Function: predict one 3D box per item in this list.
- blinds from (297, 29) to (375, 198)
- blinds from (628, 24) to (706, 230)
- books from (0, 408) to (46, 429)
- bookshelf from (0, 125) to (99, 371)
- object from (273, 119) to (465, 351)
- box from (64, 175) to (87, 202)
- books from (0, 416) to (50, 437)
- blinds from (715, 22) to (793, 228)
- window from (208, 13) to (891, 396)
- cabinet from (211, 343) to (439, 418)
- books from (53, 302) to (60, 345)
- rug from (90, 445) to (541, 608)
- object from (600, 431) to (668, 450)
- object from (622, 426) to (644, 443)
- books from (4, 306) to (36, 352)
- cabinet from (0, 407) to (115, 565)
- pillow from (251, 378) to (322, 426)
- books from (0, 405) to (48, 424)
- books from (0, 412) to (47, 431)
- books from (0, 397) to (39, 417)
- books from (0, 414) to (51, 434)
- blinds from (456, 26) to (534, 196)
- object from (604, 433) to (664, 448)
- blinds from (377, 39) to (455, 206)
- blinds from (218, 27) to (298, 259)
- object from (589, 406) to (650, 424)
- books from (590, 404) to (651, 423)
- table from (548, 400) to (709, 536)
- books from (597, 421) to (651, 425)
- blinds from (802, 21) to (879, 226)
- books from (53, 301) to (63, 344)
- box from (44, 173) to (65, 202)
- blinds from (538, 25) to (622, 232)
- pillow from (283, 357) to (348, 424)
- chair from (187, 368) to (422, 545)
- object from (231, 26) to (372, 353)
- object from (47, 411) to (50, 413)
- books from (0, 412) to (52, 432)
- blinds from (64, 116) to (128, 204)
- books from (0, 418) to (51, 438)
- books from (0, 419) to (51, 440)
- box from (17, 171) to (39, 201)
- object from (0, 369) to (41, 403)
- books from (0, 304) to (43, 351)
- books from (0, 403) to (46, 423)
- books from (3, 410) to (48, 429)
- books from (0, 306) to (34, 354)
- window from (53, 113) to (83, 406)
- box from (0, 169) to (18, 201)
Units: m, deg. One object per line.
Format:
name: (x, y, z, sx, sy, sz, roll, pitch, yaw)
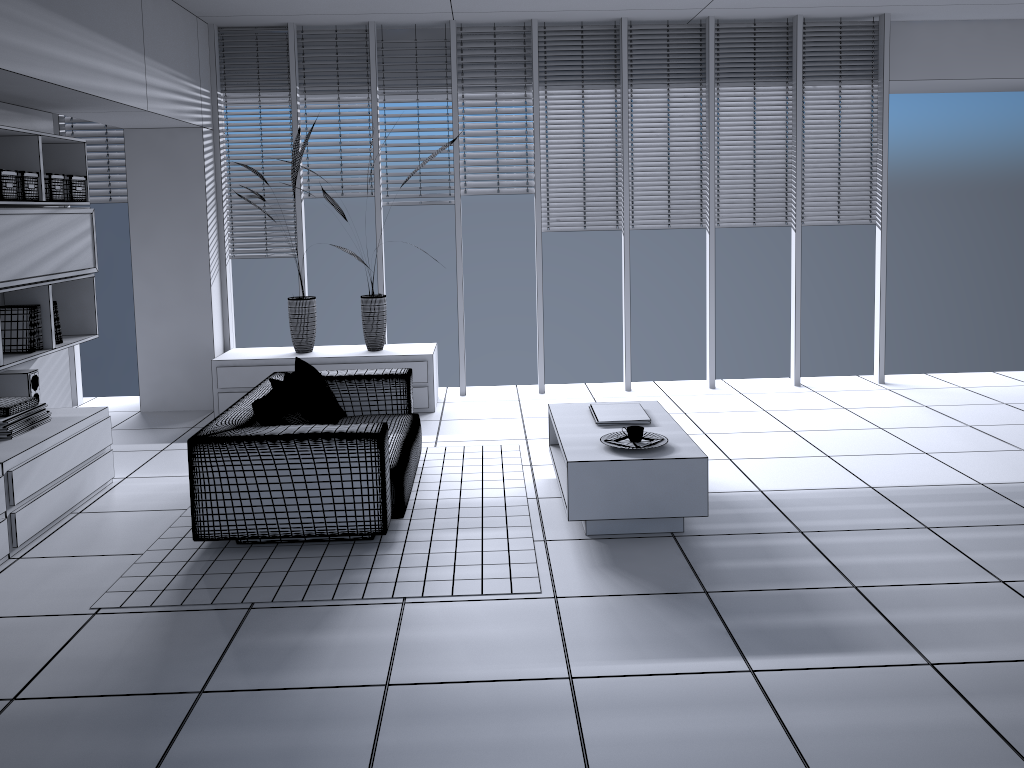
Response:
blinds: (-1.432, -2.212, 7.228, 0.637, 1.350, 0.051, -1, 5, -2)
blinds: (1.282, -2.131, 7.324, 0.715, 1.671, 0.048, -1, 5, -2)
books: (-2.653, 0.179, 4.544, 0.285, 0.008, 0.422, -1, 11, 0)
bookshelf: (-2.745, -0.630, 4.171, 0.327, 1.234, 2.860, -1, 10, -2)
object: (-1.139, -1.153, 6.726, 1.551, 1.843, 0.700, -2, 6, -7)
box: (-2.787, -1.194, 5.397, 0.280, 0.160, 0.220, -2, 9, -2)
books: (-2.653, 0.222, 4.582, 0.285, 0.008, 0.422, -1, 11, 0)
blinds: (2.002, -2.152, 7.346, 0.715, 1.671, 0.048, -1, 5, -2)
window: (0.361, -1.440, 7.270, 5.502, 3.091, 0.101, -2, 5, -2)
cabinet: (-1.441, -0.036, 6.980, 1.675, 0.444, 0.606, -2, 9, -2)
books: (-2.789, -0.356, 5.199, 0.207, 0.257, 0.075, -1, 6, -1)
rug: (-0.815, 0.643, 4.634, 1.798, 0.001, 2.266, -2, 11, -2)
object: (0.592, 0.282, 4.276, 0.330, 0.024, 0.333, 5, 13, 27)
object: (0.593, 0.246, 4.269, 0.096, 0.069, 0.085, -5, 10, -20)
books: (-2.771, -0.306, 4.931, 0.207, 0.257, 0.075, -2, 6, -2)
cabinet: (-2.566, 0.586, 4.001, 0.574, 0.443, 2.304, -2, 11, -2)
pillow: (-1.117, 0.207, 4.507, 0.340, 0.384, 0.575, -2, 9, -4)
books: (-2.644, 0.157, 4.560, 0.285, 0.008, 0.422, -1, 11, 0)
books: (-2.645, 0.195, 4.557, 0.285, 0.008, 0.422, -1, 11, 0)
books: (-2.618, 0.118, 4.549, 0.207, 0.049, 0.262, -1, 11, 4)
books: (-2.643, 0.209, 4.592, 0.285, 0.008, 0.422, -1, 11, 0)
blinds: (-0.144, -2.250, 7.268, 0.637, 1.361, 0.039, -1, 5, -2)
object: (0.591, 0.276, 4.272, 0.216, 0.012, 0.219, 10, 16, 43)
blinds: (-0.787, -2.150, 7.253, 0.637, 1.341, 0.058, -1, 5, -2)
blinds: (-2.069, -1.970, 7.228, 0.637, 1.861, 0.058, -1, 5, -2)
object: (0.584, 0.166, 4.862, 0.285, 0.008, 0.422, -1, 11, 0)
books: (0.593, 0.158, 4.862, 0.285, 0.008, 0.422, -1, 11, 0)
table: (0.561, 0.418, 4.648, 0.650, 0.383, 1.219, -2, 11, -2)
books: (0.593, 0.171, 4.874, 0.285, 0.008, 0.422, -1, 11, 0)
blinds: (2.720, -2.172, 7.367, 0.715, 1.671, 0.048, -1, 5, -2)
books: (-2.790, -0.363, 5.230, 0.207, 0.257, 0.075, -1, 6, -2)
box: (-2.779, -1.141, 5.129, 0.280, 0.160, 0.181, -2, 9, -2)
blinds: (0.574, -2.111, 7.303, 0.715, 1.671, 0.048, -1, 5, -2)
pillow: (-1.136, 0.070, 5.083, 0.300, 0.393, 0.574, -2, 9, -4)
chair: (-1.006, 0.332, 4.810, 0.960, 0.544, 1.674, -2, 11, -2)
object: (-1.687, -1.755, 6.986, 1.429, 2.952, 0.499, 2, 6, 27)
object: (-2.651, 0.193, 4.579, 0.285, 0.008, 0.422, -1, 11, 0)
books: (-2.644, 0.200, 4.598, 0.285, 0.008, 0.422, -1, 11, 0)
blinds: (-3.336, -2.166, 7.202, 0.637, 1.361, 0.039, -1, 5, -2)
books: (-2.646, 0.228, 4.601, 0.285, 0.008, 0.422, -1, 11, 0)
books: (-2.645, 0.238, 4.595, 0.285, 0.008, 0.422, -1, 11, 0)
box: (-2.769, -1.081, 4.828, 0.280, 0.160, 0.181, -2, 9, -2)
object: (-2.806, 0.043, 5.028, 0.177, 0.229, 0.121, -1, 6, -2)
books: (-2.776, -0.319, 4.998, 0.207, 0.256, 0.051, -1, 5, -1)
books: (-2.651, 0.150, 4.541, 0.285, 0.008, 0.422, -1, 11, 0)
books: (-2.646, 0.185, 4.563, 0.285, 0.008, 0.422, -1, 11, 0)
books: (-2.770, -0.299, 4.900, 0.207, 0.257, 0.075, -2, 6, -2)
window: (-3.958, -1.324, 7.171, 0.688, 3.091, 0.101, -1, 5, -2)
box: (-2.762, -1.036, 4.606, 0.280, 0.160, 0.181, -2, 9, -2)
